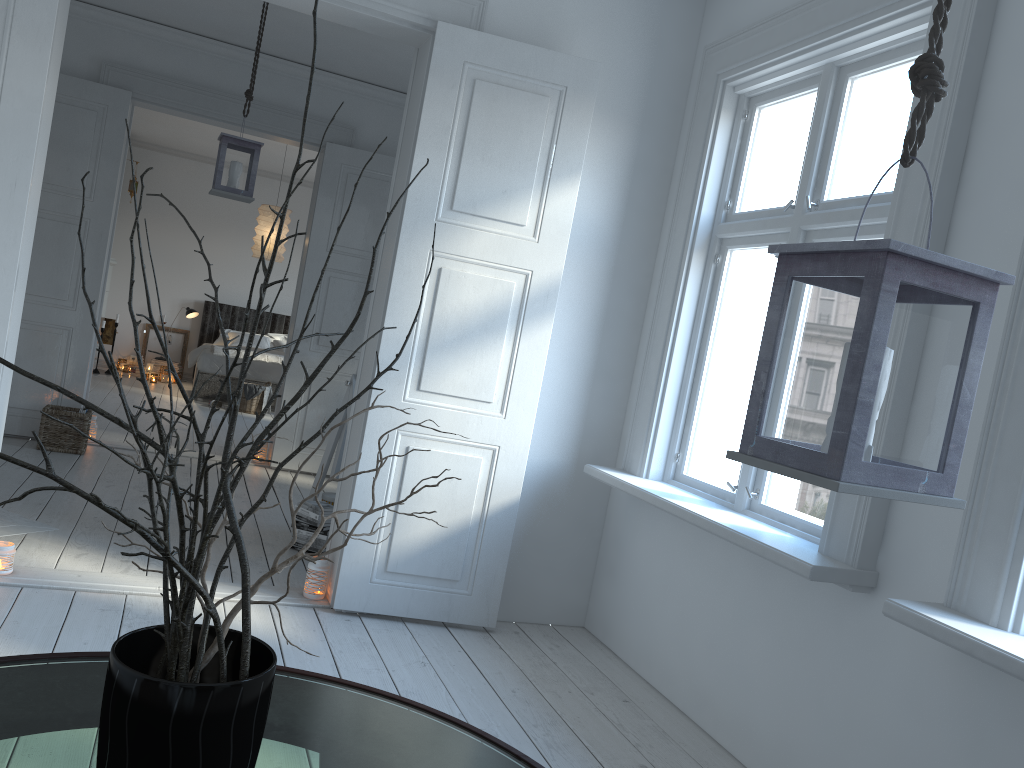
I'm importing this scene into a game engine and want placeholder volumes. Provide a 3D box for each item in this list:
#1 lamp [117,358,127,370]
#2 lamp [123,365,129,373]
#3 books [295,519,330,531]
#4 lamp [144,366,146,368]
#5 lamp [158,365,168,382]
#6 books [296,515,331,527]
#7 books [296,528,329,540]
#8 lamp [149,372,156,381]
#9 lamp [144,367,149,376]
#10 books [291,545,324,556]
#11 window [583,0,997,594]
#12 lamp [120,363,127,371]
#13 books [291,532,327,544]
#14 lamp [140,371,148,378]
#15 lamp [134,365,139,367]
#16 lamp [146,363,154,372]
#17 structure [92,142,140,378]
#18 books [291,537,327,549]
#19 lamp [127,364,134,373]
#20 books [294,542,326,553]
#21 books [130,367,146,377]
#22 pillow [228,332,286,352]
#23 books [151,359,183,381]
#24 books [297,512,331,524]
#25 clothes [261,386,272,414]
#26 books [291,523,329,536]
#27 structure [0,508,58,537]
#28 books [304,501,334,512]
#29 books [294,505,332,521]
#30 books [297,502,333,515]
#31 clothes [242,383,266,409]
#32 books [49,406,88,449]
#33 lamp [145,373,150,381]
[{"bbox_3d":[-4.875,-0.242,11.078,0.107,0.141,0.108,13,4,42],"label":"lamp"},{"bbox_3d":[-4.755,-0.187,10.908,0.063,0.091,0.073,11,3,12],"label":"lamp"},{"bbox_3d":[-0.971,0.692,4.392,0.178,0.016,0.128,12,2,22],"label":"books"},{"bbox_3d":[-4.591,-0.167,11.057,0.080,0.099,0.081,12,3,26],"label":"lamp"},{"bbox_3d":[-4.188,-0.121,10.680,0.117,0.188,0.122,12,3,22],"label":"lamp"},{"bbox_3d":[-0.964,0.676,4.394,0.176,0.016,0.128,12,3,36],"label":"books"},{"bbox_3d":[-0.968,0.737,4.400,0.166,0.022,0.128,11,2,13],"label":"books"},{"bbox_3d":[-4.292,-0.091,10.569,0.080,0.099,0.080,11,3,14],"label":"lamp"},{"bbox_3d":[-4.520,-0.149,10.947,0.080,0.099,0.081,13,4,41],"label":"lamp"},{"bbox_3d":[-0.994,0.816,4.399,0.178,0.016,0.128,11,2,17],"label":"books"},{"bbox_3d":[0.881,-0.408,3.047,0.375,1.847,1.453,9,3,-20],"label":"window"},{"bbox_3d":[-4.821,-0.208,10.999,0.080,0.099,0.081,13,4,41],"label":"lamp"},{"bbox_3d":[-0.981,0.755,4.402,0.186,0.017,0.132,11,2,16],"label":"books"},{"bbox_3d":[-4.376,-0.106,10.543,0.080,0.099,0.080,11,3,14],"label":"lamp"},{"bbox_3d":[-4.649,-0.175,10.990,0.080,0.099,0.081,13,4,41],"label":"lamp"},{"bbox_3d":[-4.315,-0.195,10.553,0.080,0.099,0.081,12,3,23],"label":"lamp"},{"bbox_3d":[-4.871,-1.503,10.381,1.246,2.839,0.801,12,4,24],"label":"structure"},{"bbox_3d":[-0.985,0.783,4.403,0.180,0.016,0.128,12,3,24],"label":"books"},{"bbox_3d":[-4.732,-0.191,11.011,0.080,0.099,0.081,13,4,41],"label":"lamp"},{"bbox_3d":[-0.988,0.800,4.401,0.176,0.016,0.128,11,2,20],"label":"books"},{"bbox_3d":[-4.541,-0.144,10.768,0.175,0.096,0.262,9,3,-26],"label":"books"},{"bbox_3d":[-2.967,-0.459,11.048,1.148,0.226,0.415,9,3,-28],"label":"pillow"},{"bbox_3d":[-4.283,-0.174,10.992,0.346,0.232,0.244,10,3,-12],"label":"books"},{"bbox_3d":[-0.962,0.660,4.395,0.180,0.016,0.128,13,3,40],"label":"books"},{"bbox_3d":[-2.683,0.147,9.280,0.283,0.289,0.235,12,3,19],"label":"clothes"},{"bbox_3d":[-0.978,0.711,4.401,0.193,0.022,0.128,11,2,12],"label":"books"},{"bbox_3d":[-2.394,-0.754,3.489,0.799,2.830,1.248,12,3,24],"label":"structure"},{"bbox_3d":[-0.942,0.604,4.385,0.111,0.014,0.156,9,3,-41],"label":"books"},{"bbox_3d":[-0.968,0.636,4.397,0.199,0.026,0.128,13,3,41],"label":"books"},{"bbox_3d":[-0.957,0.617,4.395,0.186,0.017,0.132,13,3,42],"label":"books"},{"bbox_3d":[-2.696,0.132,9.234,0.246,0.270,0.297,10,3,-20],"label":"clothes"},{"bbox_3d":[-2.844,0.260,5.681,0.201,0.300,0.179,10,3,-21],"label":"books"},{"bbox_3d":[-4.316,-0.081,10.458,0.067,0.079,0.070,12,3,21],"label":"lamp"}]
